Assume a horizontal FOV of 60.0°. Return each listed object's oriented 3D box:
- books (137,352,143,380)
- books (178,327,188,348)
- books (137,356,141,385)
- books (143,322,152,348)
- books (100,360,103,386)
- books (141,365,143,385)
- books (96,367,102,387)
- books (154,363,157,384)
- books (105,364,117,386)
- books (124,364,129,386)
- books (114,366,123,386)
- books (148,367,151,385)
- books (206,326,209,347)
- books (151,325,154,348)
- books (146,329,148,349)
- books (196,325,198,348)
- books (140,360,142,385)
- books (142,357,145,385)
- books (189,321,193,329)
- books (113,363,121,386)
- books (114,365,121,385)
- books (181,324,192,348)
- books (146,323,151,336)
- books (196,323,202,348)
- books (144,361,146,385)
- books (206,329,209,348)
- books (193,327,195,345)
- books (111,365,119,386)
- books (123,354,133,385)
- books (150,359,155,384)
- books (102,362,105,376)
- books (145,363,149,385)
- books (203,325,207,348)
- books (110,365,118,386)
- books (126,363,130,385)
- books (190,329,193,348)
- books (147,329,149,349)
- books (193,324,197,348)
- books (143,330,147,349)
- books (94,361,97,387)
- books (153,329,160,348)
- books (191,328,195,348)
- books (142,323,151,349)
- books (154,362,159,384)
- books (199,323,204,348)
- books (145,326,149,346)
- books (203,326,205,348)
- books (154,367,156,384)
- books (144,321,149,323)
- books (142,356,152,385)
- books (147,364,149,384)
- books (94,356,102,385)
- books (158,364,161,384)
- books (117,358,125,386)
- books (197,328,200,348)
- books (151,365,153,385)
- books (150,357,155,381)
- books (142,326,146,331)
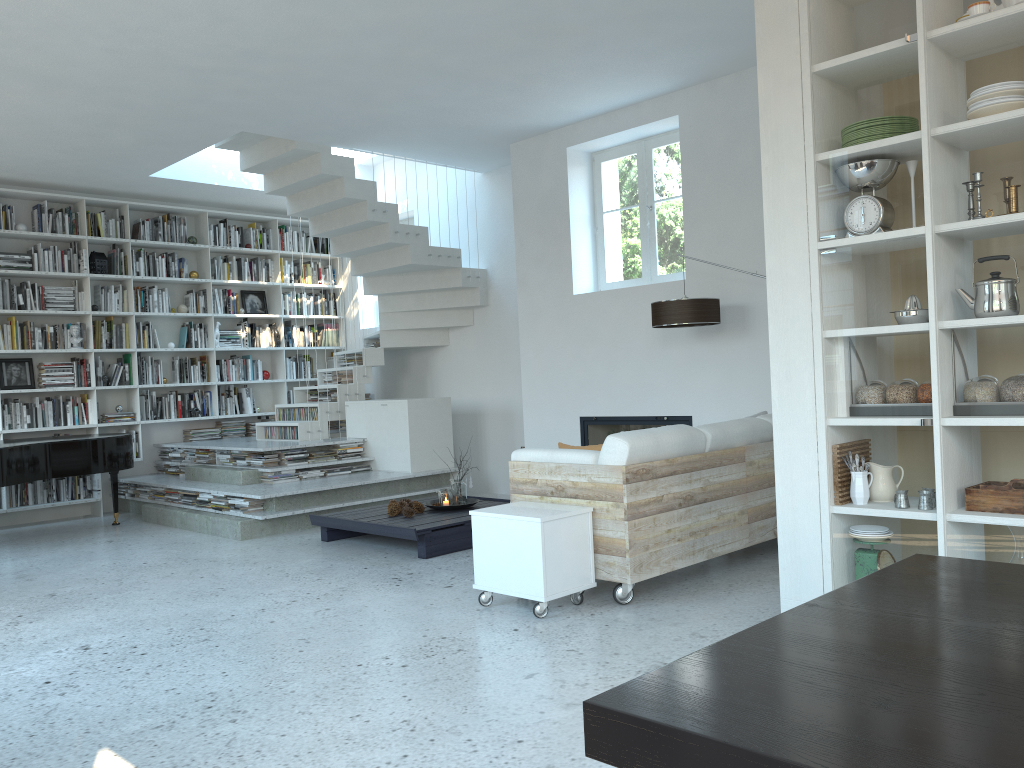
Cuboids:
[{"bbox_3d":[-3.865,-0.157,9.185,0.007,0.342,0.149,-4,1,-45],"label":"books"},{"bbox_3d":[-3.530,-0.491,9.514,0.056,0.241,0.153,-4,1,-45],"label":"books"},{"bbox_3d":[-3.875,-0.133,9.153,0.018,0.295,0.177,-4,1,-45],"label":"books"},{"bbox_3d":[-3.796,-0.501,9.245,0.013,0.287,0.159,-4,1,-45],"label":"books"},{"bbox_3d":[-4.148,-0.104,8.897,0.012,0.266,0.157,-4,1,-45],"label":"books"},{"bbox_3d":[-3.862,-0.088,9.173,0.013,0.204,0.154,-4,1,-45],"label":"books"},{"bbox_3d":[-4.152,-0.067,8.858,0.027,0.192,0.182,-4,1,-45],"label":"books"},{"bbox_3d":[-3.757,-0.103,9.284,0.008,0.223,0.134,-4,1,-45],"label":"books"},{"bbox_3d":[-4.065,-0.087,8.942,0.095,0.228,0.190,-4,1,-45],"label":"books"},{"bbox_3d":[-3.959,-0.092,9.048,0.029,0.223,0.171,-4,1,-45],"label":"books"},{"bbox_3d":[-4.022,-0.077,9.009,0.091,0.205,0.169,-4,1,-45],"label":"books"},{"bbox_3d":[-3.803,-0.082,9.210,0.013,0.186,0.184,-4,1,-45],"label":"books"},{"bbox_3d":[-3.346,-0.505,9.677,0.010,0.245,0.158,-4,1,-45],"label":"books"},{"bbox_3d":[-3.785,-0.485,9.267,0.007,0.254,0.161,-4,1,-45],"label":"books"},{"bbox_3d":[-3.828,-0.461,9.211,0.014,0.209,0.156,-4,1,-45],"label":"books"},{"bbox_3d":[-3.439,-0.507,9.591,0.015,0.259,0.152,-4,1,-45],"label":"books"},{"bbox_3d":[-3.866,-0.127,9.160,0.006,0.281,0.155,-4,1,-45],"label":"books"},{"bbox_3d":[-3.838,-0.129,9.177,0.005,0.284,0.159,-4,1,-45],"label":"books"},{"bbox_3d":[-3.476,-0.523,9.573,0.013,0.295,0.154,-4,1,-45],"label":"books"},{"bbox_3d":[-4.036,-0.095,8.997,0.094,0.238,0.149,-4,1,-45],"label":"books"},{"bbox_3d":[-4.039,-0.082,9.007,0.090,0.215,0.139,-4,1,-45],"label":"books"},{"bbox_3d":[-3.500,-0.506,9.535,0.021,0.264,0.174,-4,1,-45],"label":"books"},{"bbox_3d":[-3.802,-0.494,9.239,0.006,0.274,0.167,-4,1,-45],"label":"books"},{"bbox_3d":[-3.422,-0.515,9.619,0.032,0.274,0.154,-4,1,-45],"label":"books"},{"bbox_3d":[-3.832,-0.112,9.186,0.013,0.249,0.165,-4,1,-45],"label":"books"},{"bbox_3d":[-3.364,-0.487,9.672,0.023,0.212,0.164,-4,1,-45],"label":"books"},{"bbox_3d":[-3.468,-0.490,9.581,0.007,0.230,0.146,-4,1,-45],"label":"books"},{"bbox_3d":[-4.047,-0.079,8.988,0.090,0.212,0.143,-4,1,-45],"label":"books"},{"bbox_3d":[-3.938,-0.145,9.083,0.014,0.325,0.183,-4,1,-45],"label":"books"},{"bbox_3d":[-3.775,-0.124,9.244,0.012,0.267,0.183,-4,1,-45],"label":"books"},{"bbox_3d":[-4.131,-0.096,8.915,0.035,0.248,0.141,-4,1,-45],"label":"books"},{"bbox_3d":[-3.816,-0.102,9.187,0.011,0.226,0.188,-4,1,-45],"label":"books"},{"bbox_3d":[-3.366,-0.507,9.649,0.011,0.253,0.169,-4,1,-45],"label":"books"},{"bbox_3d":[-4.055,-0.078,8.958,0.089,0.210,0.175,-4,1,-45],"label":"books"},{"bbox_3d":[-3.950,-0.095,9.074,0.021,0.226,0.148,-4,1,-45],"label":"books"},{"bbox_3d":[-3.479,-0.480,9.546,0.006,0.210,0.188,-4,1,-45],"label":"books"},{"bbox_3d":[-3.815,-0.462,9.213,0.007,0.212,0.158,-4,1,-45],"label":"books"},{"bbox_3d":[-3.450,-0.508,9.579,0.018,0.263,0.165,-4,1,-45],"label":"books"},{"bbox_3d":[-3.826,-0.452,9.176,0.017,0.192,0.191,-4,1,-45],"label":"books"},{"bbox_3d":[-4.187,-0.095,8.852,0.028,0.253,0.142,-4,1,-45],"label":"books"},{"bbox_3d":[-3.744,-0.464,9.269,0.051,0.210,0.176,-4,1,-45],"label":"books"},{"bbox_3d":[-3.472,-0.485,9.553,0.013,0.219,0.187,-4,1,-45],"label":"books"},{"bbox_3d":[-3.802,-0.492,9.231,0.006,0.270,0.178,-4,1,-45],"label":"books"},{"bbox_3d":[-3.742,-0.112,9.285,0.015,0.238,0.176,-4,1,-45],"label":"books"},{"bbox_3d":[-3.390,-0.516,9.619,0.012,0.273,0.184,-4,1,-45],"label":"books"},{"bbox_3d":[-3.816,-0.478,9.229,0.017,0.243,0.132,-4,1,-45],"label":"books"},{"bbox_3d":[-3.387,-0.502,9.653,0.013,0.245,0.158,-4,1,-45],"label":"books"},{"bbox_3d":[-3.762,-0.081,9.276,0.013,0.179,0.140,-4,1,-45],"label":"books"},{"bbox_3d":[-3.817,-0.507,9.283,0.011,0.300,0.088,-4,1,-45],"label":"books"},{"bbox_3d":[-3.795,-0.138,9.217,0.014,0.297,0.175,-4,1,-45],"label":"books"},{"bbox_3d":[-3.816,-0.098,9.204,0.013,0.218,0.160,-4,1,-45],"label":"books"},{"bbox_3d":[-4.151,-0.124,8.882,0.013,0.307,0.141,-4,1,-45],"label":"books"},{"bbox_3d":[-3.729,-0.097,9.293,0.014,0.207,0.180,-4,1,-45],"label":"books"},{"bbox_3d":[-3.990,-0.122,9.047,0.013,0.286,0.138,-4,1,-45],"label":"books"},{"bbox_3d":[-3.423,-0.490,9.595,0.012,0.224,0.178,-4,1,-45],"label":"books"},{"bbox_3d":[-3.790,-0.092,9.244,0.013,0.203,0.167,-4,1,-45],"label":"books"},{"bbox_3d":[-3.772,-0.134,9.269,0.006,0.285,0.159,-4,1,-45],"label":"books"},{"bbox_3d":[-3.837,-0.477,9.203,0.008,0.242,0.169,-4,1,-45],"label":"books"}]
